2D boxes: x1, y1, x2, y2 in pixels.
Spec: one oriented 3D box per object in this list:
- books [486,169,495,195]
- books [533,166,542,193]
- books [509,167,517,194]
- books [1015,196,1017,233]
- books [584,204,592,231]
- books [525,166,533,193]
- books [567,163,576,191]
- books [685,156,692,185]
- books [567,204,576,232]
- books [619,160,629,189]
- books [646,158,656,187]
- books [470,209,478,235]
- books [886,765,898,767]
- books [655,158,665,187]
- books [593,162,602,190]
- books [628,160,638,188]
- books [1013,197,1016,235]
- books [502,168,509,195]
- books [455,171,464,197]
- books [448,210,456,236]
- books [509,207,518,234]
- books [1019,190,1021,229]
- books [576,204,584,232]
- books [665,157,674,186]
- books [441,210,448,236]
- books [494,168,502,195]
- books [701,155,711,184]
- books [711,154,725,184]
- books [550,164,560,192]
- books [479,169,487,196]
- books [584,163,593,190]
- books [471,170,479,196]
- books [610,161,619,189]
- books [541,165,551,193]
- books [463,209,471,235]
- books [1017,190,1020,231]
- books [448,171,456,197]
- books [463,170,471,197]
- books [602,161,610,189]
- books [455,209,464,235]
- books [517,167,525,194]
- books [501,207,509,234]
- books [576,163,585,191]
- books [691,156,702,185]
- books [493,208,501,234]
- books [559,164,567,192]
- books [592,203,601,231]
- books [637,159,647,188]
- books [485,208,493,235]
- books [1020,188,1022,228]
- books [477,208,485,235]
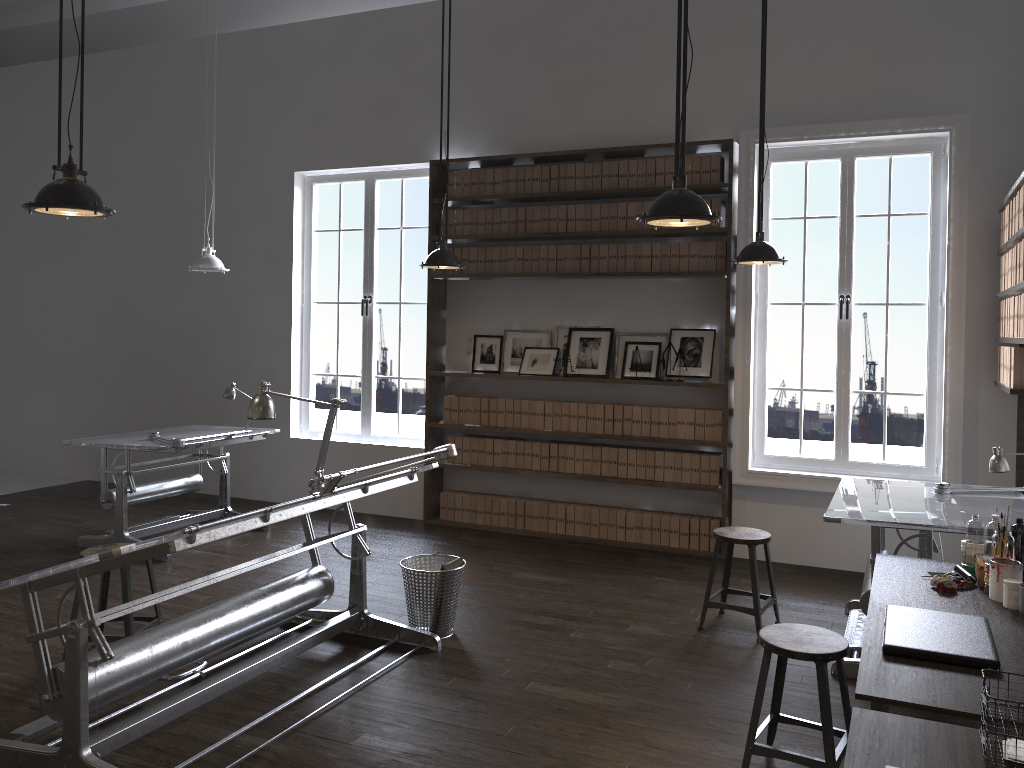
[{"bbox_3d":[-0.144,-1.632,7.242,0.067,0.225,0.174,1,2,24],"label":"books"},{"bbox_3d":[0.232,-1.615,7.074,0.067,0.225,0.174,1,2,24],"label":"books"},{"bbox_3d":[0.040,-1.624,7.158,0.067,0.225,0.174,1,2,24],"label":"books"},{"bbox_3d":[2.801,-0.904,4.746,0.174,0.225,0.067,2,1,24],"label":"books"},{"bbox_3d":[0.618,-1.279,6.904,0.067,0.225,0.174,1,2,24],"label":"books"},{"bbox_3d":[0.169,-1.619,7.107,0.067,0.225,0.174,1,2,24],"label":"books"},{"bbox_3d":[0.491,-1.603,6.955,0.067,0.225,0.174,1,2,24],"label":"books"},{"bbox_3d":[1.319,-1.566,6.584,0.067,0.225,0.174,1,2,24],"label":"books"},{"bbox_3d":[0.493,-1.285,6.956,0.067,0.225,0.174,1,2,24],"label":"books"},{"bbox_3d":[0.877,-1.586,6.782,0.067,0.225,0.174,1,2,24],"label":"books"},{"bbox_3d":[1.072,-1.577,6.700,0.067,0.225,0.174,1,2,24],"label":"books"},{"bbox_3d":[-0.275,-1.320,7.305,0.067,0.225,0.174,1,2,24],"label":"books"},{"bbox_3d":[0.862,0.847,1.730,0.256,0.029,0.355,3,4,24],"label":"books"},{"bbox_3d":[1.135,-1.574,6.668,0.067,0.225,0.174,1,2,24],"label":"books"},{"bbox_3d":[0.687,-1.595,6.873,0.067,0.225,0.174,1,2,24],"label":"books"},{"bbox_3d":[0.944,-1.583,6.756,0.067,0.225,0.174,1,2,24],"label":"books"},{"bbox_3d":[2.826,-0.908,4.813,0.174,0.225,0.067,2,1,24],"label":"books"},{"bbox_3d":[-0.019,-1.627,7.190,0.067,0.225,0.174,1,2,24],"label":"books"},{"bbox_3d":[-0.402,-1.644,7.356,0.067,0.225,0.174,1,2,24],"label":"books"},{"bbox_3d":[-0.463,-1.328,7.390,0.067,0.225,0.174,1,2,24],"label":"books"},{"bbox_3d":[0.042,-1.306,7.165,0.067,0.225,0.174,1,2,24],"label":"books"},{"bbox_3d":[2.715,-0.894,4.560,0.174,0.225,0.067,2,1,24],"label":"books"},{"bbox_3d":[0.560,-1.282,6.928,0.067,0.225,0.174,1,2,24],"label":"books"},{"bbox_3d":[1.202,-1.571,6.640,0.067,0.225,0.174,1,2,24],"label":"books"},{"bbox_3d":[-0.526,-1.331,7.420,0.067,0.225,0.174,1,2,24],"label":"books"},{"bbox_3d":[-0.077,-1.629,7.214,0.067,0.225,0.174,1,2,24],"label":"books"},{"bbox_3d":[1.447,-1.560,6.533,0.067,0.225,0.174,1,2,24],"label":"books"},{"bbox_3d":[1.510,-1.557,6.500,0.067,0.225,0.174,1,2,24],"label":"books"},{"bbox_3d":[0.364,-1.609,7.013,0.067,0.225,0.174,1,2,24],"label":"books"},{"bbox_3d":[-0.206,-1.635,7.274,0.067,0.225,0.174,1,2,24],"label":"books"},{"bbox_3d":[0.624,-1.598,6.903,0.067,0.225,0.174,1,2,24],"label":"books"},{"bbox_3d":[-0.269,-1.638,7.305,0.067,0.225,0.174,1,2,24],"label":"books"},{"bbox_3d":[0.811,-1.589,6.812,0.067,0.225,0.174,1,2,24],"label":"books"},{"bbox_3d":[0.298,-1.613,7.049,0.067,0.225,0.174,1,2,24],"label":"books"},{"bbox_3d":[-0.334,-1.322,7.329,0.067,0.225,0.174,1,2,24],"label":"books"},{"bbox_3d":[2.738,-0.898,4.623,0.174,0.226,0.067,2,1,24],"label":"books"},{"bbox_3d":[-0.468,-1.647,7.386,0.067,0.225,0.174,1,2,24],"label":"books"},{"bbox_3d":[-0.334,-1.641,7.330,0.067,0.225,0.174,1,2,24],"label":"books"},{"bbox_3d":[0.755,-1.592,6.842,0.067,0.225,0.174,1,2,24],"label":"books"},{"bbox_3d":[-0.400,-1.325,7.357,0.067,0.225,0.174,1,2,24],"label":"books"},{"bbox_3d":[0.104,-1.621,7.136,0.067,0.225,0.174,1,2,24],"label":"books"},{"bbox_3d":[-0.025,-1.308,7.190,0.067,0.225,0.174,1,2,24],"label":"books"},{"bbox_3d":[0.559,-1.601,6.928,0.067,0.225,0.174,1,2,24],"label":"books"},{"bbox_3d":[1.382,-1.563,6.562,0.067,0.225,0.174,1,2,24],"label":"books"},{"bbox_3d":[-0.088,-1.312,7.222,0.067,0.225,0.174,1,2,24],"label":"books"},{"bbox_3d":[0.434,-1.606,6.988,0.067,0.225,0.174,1,2,24],"label":"books"},{"bbox_3d":[0.677,-1.276,6.872,0.067,0.225,0.174,1,2,24],"label":"books"},{"bbox_3d":[1.009,-1.580,6.731,0.067,0.225,0.174,1,2,24],"label":"books"},{"bbox_3d":[-0.153,-1.314,7.251,0.067,0.225,0.174,1,2,24],"label":"books"},{"bbox_3d":[2.688,-0.891,4.503,0.174,0.225,0.067,2,1,24],"label":"books"},{"bbox_3d":[-0.217,-1.317,7.274,0.067,0.225,0.174,1,2,24],"label":"books"}]
